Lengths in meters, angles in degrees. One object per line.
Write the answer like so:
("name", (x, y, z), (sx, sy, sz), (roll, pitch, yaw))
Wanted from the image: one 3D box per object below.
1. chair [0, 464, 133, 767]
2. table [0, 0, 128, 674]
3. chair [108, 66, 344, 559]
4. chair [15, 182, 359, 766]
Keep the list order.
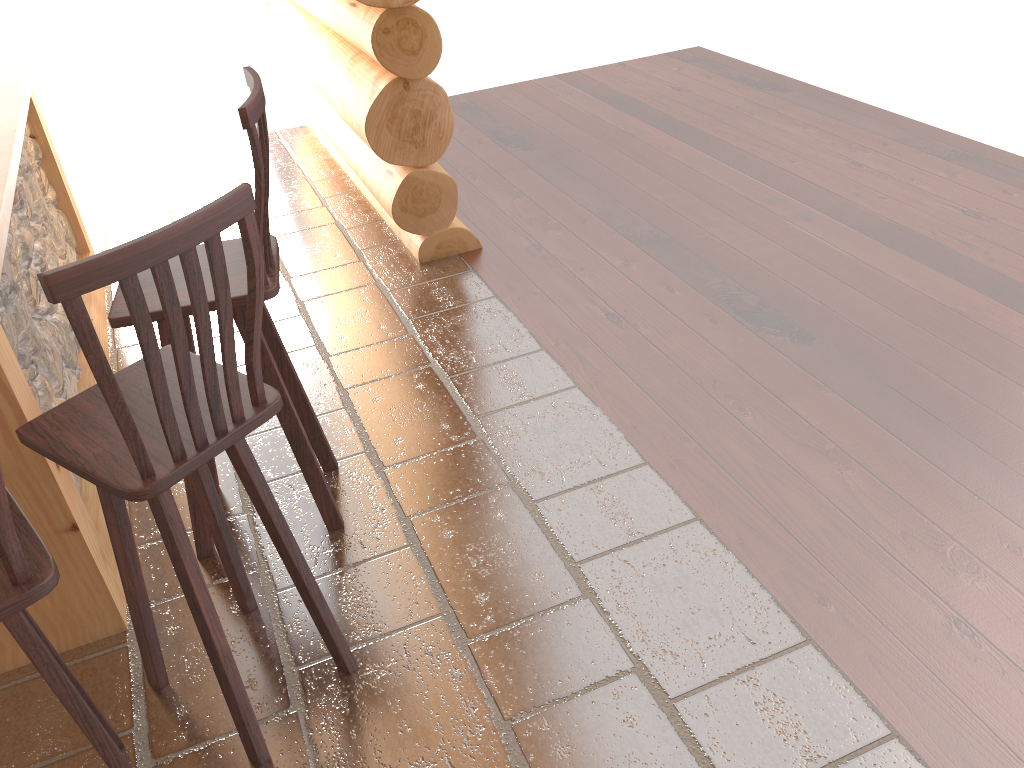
("chair", (-0.993, 0.489, 1.596), (0.406, 1.319, 0.504), (-30, 41, -32))
("table", (-2.038, -0.316, 3.008), (1.196, 1.257, 3.220), (-17, 35, -16))
("chair", (-0.808, -0.147, 2.516), (0.504, 1.319, 0.406), (-11, 34, -8))
("chair", (-0.712, 0.225, 1.947), (0.504, 1.319, 0.406), (18, 41, 31))
